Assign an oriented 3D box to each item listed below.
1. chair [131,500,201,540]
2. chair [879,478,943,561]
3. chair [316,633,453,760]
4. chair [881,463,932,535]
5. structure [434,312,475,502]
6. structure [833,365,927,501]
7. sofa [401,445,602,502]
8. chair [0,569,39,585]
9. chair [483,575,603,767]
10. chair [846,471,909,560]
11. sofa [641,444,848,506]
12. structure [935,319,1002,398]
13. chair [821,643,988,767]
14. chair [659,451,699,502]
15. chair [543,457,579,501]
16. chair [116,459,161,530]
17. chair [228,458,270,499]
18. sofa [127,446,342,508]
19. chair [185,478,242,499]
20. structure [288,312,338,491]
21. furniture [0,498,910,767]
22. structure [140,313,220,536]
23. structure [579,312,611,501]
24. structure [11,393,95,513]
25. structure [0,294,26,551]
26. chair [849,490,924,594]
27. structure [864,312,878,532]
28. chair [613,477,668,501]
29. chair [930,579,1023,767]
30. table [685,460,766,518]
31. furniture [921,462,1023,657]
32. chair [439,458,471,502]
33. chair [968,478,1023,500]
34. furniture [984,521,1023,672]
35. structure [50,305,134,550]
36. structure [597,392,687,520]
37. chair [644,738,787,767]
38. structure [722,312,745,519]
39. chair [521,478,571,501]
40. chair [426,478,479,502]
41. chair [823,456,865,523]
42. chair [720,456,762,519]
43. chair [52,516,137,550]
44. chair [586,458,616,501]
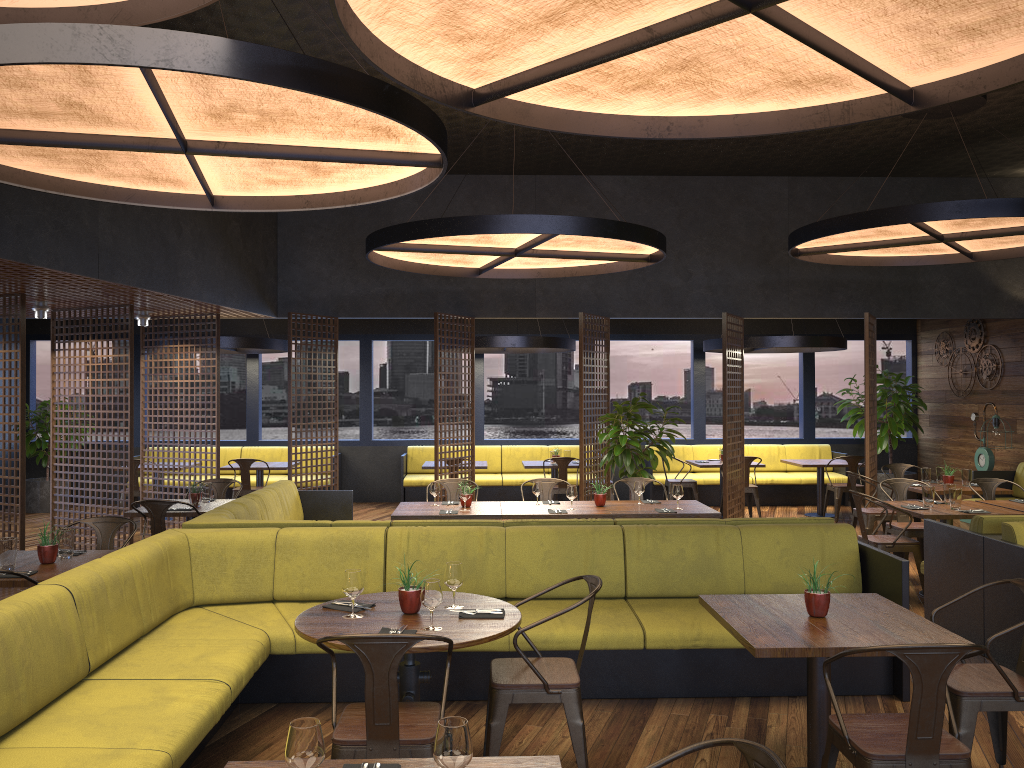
[{"bbox_3d":[-2.832,1.377,7.287,0.504,0.917,0.541,0,-1,-2],"label":"chair"},{"bbox_3d":[3.760,1.372,8.344,0.504,0.917,0.541,0,-1,-2],"label":"chair"},{"bbox_3d":[-0.471,1.337,3.370,0.504,0.917,0.541,0,-1,-2],"label":"chair"},{"bbox_3d":[4.528,1.386,10.141,0.504,0.917,0.541,0,-1,-2],"label":"chair"},{"bbox_3d":[-0.686,0.514,10.734,0.050,2.700,0.852,0,-1,28],"label":"structure"},{"bbox_3d":[5.821,0.785,13.812,1.493,2.184,1.272,0,-1,-2],"label":"structure"},{"bbox_3d":[-0.161,1.433,13.777,3.061,0.914,0.966,0,-1,-2],"label":"sofa"},{"bbox_3d":[-2.724,1.353,4.581,0.504,0.917,0.541,0,-1,-2],"label":"chair"},{"bbox_3d":[0.138,1.341,4.009,0.541,0.917,0.504,0,-1,-2],"label":"chair"},{"bbox_3d":[3.824,1.381,9.371,0.541,0.917,0.504,0,-1,-2],"label":"chair"},{"bbox_3d":[3.627,1.426,13.897,3.061,0.914,0.966,0,-1,-2],"label":"sofa"},{"bbox_3d":[6.640,-0.384,13.005,0.058,1.178,1.791,0,-1,-2],"label":"structure"},{"bbox_3d":[1.417,1.331,3.231,0.504,0.917,0.541,0,-1,-2],"label":"chair"},{"bbox_3d":[2.361,1.413,12.591,0.541,0.917,0.504,0,-1,-2],"label":"chair"},{"bbox_3d":[0.661,1.410,11.789,0.504,0.917,0.541,0,-1,-2],"label":"chair"},{"bbox_3d":[-4.879,1.421,11.613,0.504,0.917,0.541,0,-1,-2],"label":"chair"},{"bbox_3d":[-3.449,1.418,11.659,0.504,0.917,0.541,0,-1,-2],"label":"chair"},{"bbox_3d":[-4.232,1.441,13.647,3.061,0.914,0.966,0,-1,-2],"label":"sofa"},{"bbox_3d":[-2.871,1.388,8.513,0.504,0.917,0.541,0,-1,-2],"label":"chair"},{"bbox_3d":[-2.385,0.518,10.680,0.050,2.700,0.852,0,-1,28],"label":"structure"},{"bbox_3d":[-0.111,1.353,4.879,4.895,0.914,7.462,0,-1,-7],"label":"furniture"},{"bbox_3d":[-4.046,0.522,10.779,1.319,2.700,0.050,0,-1,28],"label":"structure"},{"bbox_3d":[1.013,0.511,10.789,0.050,2.700,0.852,0,-1,28],"label":"structure"},{"bbox_3d":[-6.960,1.023,13.485,1.166,1.763,0.993,0,-1,-31],"label":"structure"},{"bbox_3d":[-5.183,0.506,8.657,1.319,2.700,0.050,0,-1,28],"label":"structure"},{"bbox_3d":[3.173,1.366,7.567,0.541,0.917,0.504,0,-1,-2],"label":"chair"},{"bbox_3d":[4.411,0.504,10.897,0.050,2.700,0.852,0,-1,28],"label":"structure"},{"bbox_3d":[1.237,1.379,8.504,0.504,0.917,0.541,0,-1,-2],"label":"chair"},{"bbox_3d":[2.093,1.336,3.901,0.541,0.917,0.504,0,-1,-2],"label":"chair"},{"bbox_3d":[3.008,1.491,12.566,0.906,0.763,0.887,0,-1,-2],"label":"table"},{"bbox_3d":[4.750,1.372,8.329,3.378,0.916,4.755,0,-1,-2],"label":"furniture"},{"bbox_3d":[-0.768,1.413,11.744,0.504,0.917,0.541,0,-1,-2],"label":"chair"},{"bbox_3d":[4.628,1.370,8.371,0.504,0.917,0.541,0,-1,-2],"label":"chair"},{"bbox_3d":[4.895,1.331,3.695,3.372,0.914,4.503,0,-1,-2],"label":"furniture"},{"bbox_3d":[-4.615,0.514,9.718,1.319,2.700,0.050,0,-1,28],"label":"structure"},{"bbox_3d":[1.390,0.974,10.145,1.166,1.763,0.993,0,-1,-31],"label":"structure"},{"bbox_3d":[0.355,1.323,2.031,0.541,0.917,0.504,0,-1,-2],"label":"chair"},{"bbox_3d":[2.712,0.508,10.843,0.050,2.700,0.852,0,-1,28],"label":"structure"},{"bbox_3d":[0.337,1.381,8.476,0.504,0.917,0.541,0,-1,-2],"label":"chair"},{"bbox_3d":[-0.569,1.383,8.447,0.504,0.917,0.541,0,-1,-2],"label":"chair"},{"bbox_3d":[4.493,1.402,11.911,0.504,0.917,0.541,0,-1,-2],"label":"chair"},{"bbox_3d":[3.064,1.405,11.866,0.504,0.917,0.541,0,-1,-2],"label":"chair"},{"bbox_3d":[-2.763,1.364,5.827,0.504,0.917,0.541,0,-1,-2],"label":"chair"},{"bbox_3d":[1.247,1.415,12.495,0.541,0.917,0.504,0,-1,-2],"label":"chair"}]
